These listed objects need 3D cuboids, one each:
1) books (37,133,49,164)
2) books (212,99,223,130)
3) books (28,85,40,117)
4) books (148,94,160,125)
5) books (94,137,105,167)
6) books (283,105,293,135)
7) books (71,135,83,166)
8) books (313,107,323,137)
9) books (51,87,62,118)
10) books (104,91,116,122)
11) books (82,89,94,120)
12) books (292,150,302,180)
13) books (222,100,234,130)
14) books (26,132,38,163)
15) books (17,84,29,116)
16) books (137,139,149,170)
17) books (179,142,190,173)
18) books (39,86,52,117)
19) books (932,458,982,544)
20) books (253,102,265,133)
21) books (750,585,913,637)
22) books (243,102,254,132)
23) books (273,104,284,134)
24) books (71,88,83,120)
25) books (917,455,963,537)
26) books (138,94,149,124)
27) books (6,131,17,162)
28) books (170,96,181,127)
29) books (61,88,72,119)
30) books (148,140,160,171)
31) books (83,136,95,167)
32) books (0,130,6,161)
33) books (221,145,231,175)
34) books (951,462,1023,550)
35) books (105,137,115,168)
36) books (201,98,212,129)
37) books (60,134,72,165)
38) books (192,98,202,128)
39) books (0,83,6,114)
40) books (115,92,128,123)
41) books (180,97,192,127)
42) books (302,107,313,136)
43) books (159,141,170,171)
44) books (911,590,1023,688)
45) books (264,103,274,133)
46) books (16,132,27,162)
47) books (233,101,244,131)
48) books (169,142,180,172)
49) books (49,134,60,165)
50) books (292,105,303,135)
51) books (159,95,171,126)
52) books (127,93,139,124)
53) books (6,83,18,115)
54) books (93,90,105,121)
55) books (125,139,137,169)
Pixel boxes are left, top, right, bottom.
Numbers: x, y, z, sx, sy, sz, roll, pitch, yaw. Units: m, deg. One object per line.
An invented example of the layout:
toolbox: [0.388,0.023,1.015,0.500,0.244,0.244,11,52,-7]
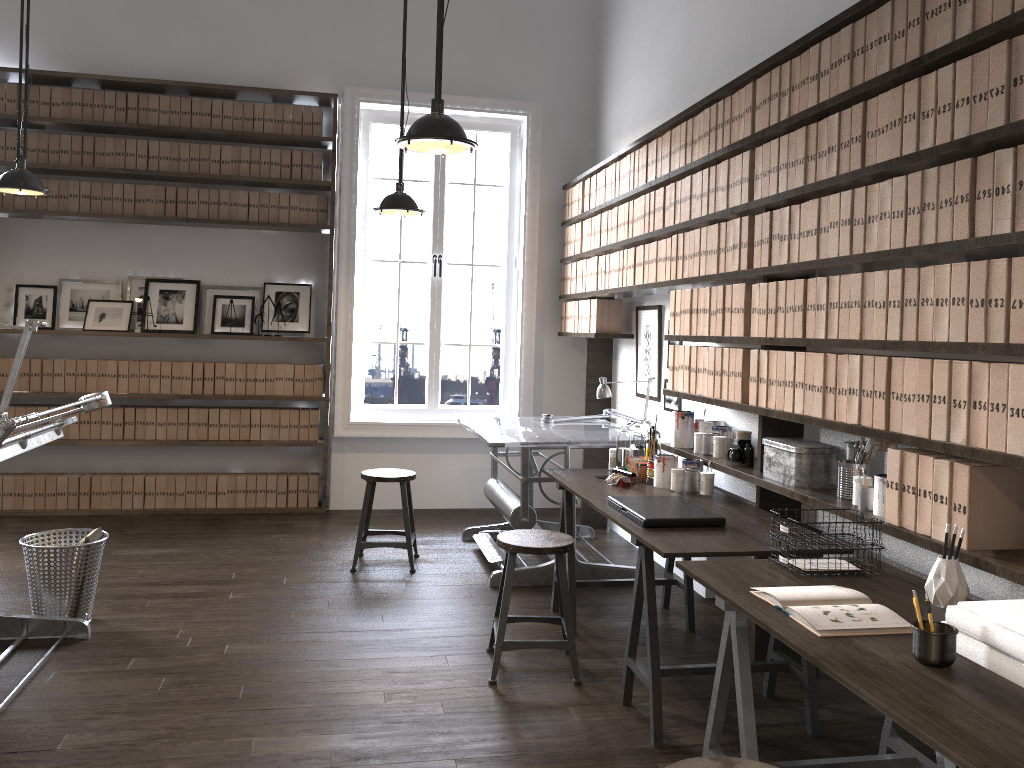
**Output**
books: [-3.210,-1.602,6.113,0.066,0.225,0.175,2,1,-11]
books: [-2.096,-1.899,6.324,0.066,0.225,0.175,2,1,-11]
books: [-3.264,-1.921,6.098,0.066,0.225,0.175,2,1,-11]
books: [-2.510,-1.907,6.242,0.066,0.225,0.175,2,1,-11]
books: [-2.855,-1.595,6.184,0.066,0.225,0.175,2,1,-11]
books: [-1.621,-1.890,6.418,0.067,0.226,0.175,2,1,-11]
books: [-3.002,-1.598,6.155,0.066,0.225,0.175,2,1,-11]
books: [-1.417,-1.886,6.460,0.066,0.225,0.174,2,1,-11]
books: [-3.124,-1.918,6.124,0.066,0.225,0.175,2,1,-11]
books: [-2.791,-1.912,6.188,0.066,0.225,0.174,2,1,-11]
books: [-2.931,-1.915,6.165,0.066,0.225,0.175,2,1,-11]
books: [-1.563,-1.571,6.435,0.067,0.226,0.175,2,1,-11]
books: [-2.026,-1.898,6.341,0.066,0.225,0.174,2,1,-11]
books: [-3.275,-1.602,6.095,0.067,0.226,0.175,2,1,-11]
books: [-3.333,-1.922,6.086,0.066,0.225,0.174,2,1,-11]
books: [-2.586,-1.590,6.234,0.066,0.225,0.174,2,1,-11]
books: [-2.315,-1.584,6.285,0.067,0.226,0.175,2,1,-11]
books: [-3.194,-1.920,6.108,0.067,0.226,0.175,2,1,-11]
books: [1.261,0.322,2.447,0.174,0.225,0.067,1,1,-11]
books: [-1.820,-1.894,6.380,0.067,0.226,0.175,2,1,-11]
books: [0.793,0.555,2.217,0.256,0.029,0.355,1,3,-11]
books: [-1.889,-1.895,6.370,0.066,0.225,0.175,2,1,-11]
books: [-1.688,-1.892,6.410,0.066,0.225,0.175,2,1,-11]
books: [-2.996,-1.916,6.146,0.067,0.226,0.175,2,1,-11]
books: [1.251,0.317,2.517,0.174,0.225,0.067,1,1,-11]
books: [-2.576,-1.908,6.236,0.066,0.225,0.175,2,1,-11]
books: [-3.403,-1.605,6.072,0.066,0.225,0.175,2,1,-11]
books: [-2.372,-1.905,6.276,0.066,0.225,0.174,2,1,-11]
books: [-3.062,-1.917,6.137,0.066,0.225,0.175,2,1,-11]
books: [-2.513,-1.588,6.247,0.067,0.226,0.175,2,1,-11]
books: [-2.927,-1.596,6.164,0.067,0.226,0.175,2,1,-11]
books: [-3.474,-1.606,6.056,0.067,0.226,0.175,2,1,-11]
books: [-2.038,-1.579,6.343,0.066,0.225,0.175,2,1,-11]
books: [1.279,0.326,2.378,0.174,0.225,0.067,1,1,-11]
books: [-2.791,-1.594,6.195,0.066,0.225,0.175,2,1,-11]
books: [-2.167,-1.900,6.310,0.067,0.226,0.175,2,1,-11]
books: [-3.070,-1.599,6.137,0.066,0.225,0.174,2,1,-11]
books: [-2.230,-1.902,6.302,0.066,0.225,0.175,2,1,-11]
books: [-3.471,-1.925,6.051,0.066,0.225,0.175,2,1,-11]
books: [-2.722,-1.911,6.207,0.066,0.225,0.175,2,1,-11]
books: [-2.303,-1.903,6.288,0.066,0.225,0.175,2,1,-11]
books: [-1.487,-1.888,6.451,0.066,0.225,0.174,2,1,-11]
books: [-2.442,-1.587,6.263,0.066,0.225,0.175,2,1,-11]
books: [1.046,0.528,1.862,0.385,0.147,0.295,1,3,-11]
books: [-1.749,-1.893,6.396,0.066,0.225,0.175,2,1,-11]
books: [-3.341,-1.604,6.086,0.066,0.225,0.175,2,1,-11]
books: [-1.958,-1.897,6.358,0.066,0.225,0.174,2,1,-11]
books: [-2.381,-1.586,6.276,0.066,0.225,0.175,2,1,-11]
books: [-3.141,-1.600,6.127,0.066,0.225,0.174,2,1,-11]
books: [-1.556,-1.889,6.437,0.066,0.225,0.175,2,1,-11]
books: [-2.440,-1.906,6.259,0.066,0.225,0.174,2,1,-11]
books: [-2.648,-1.909,6.216,0.067,0.226,0.175,2,1,-11]
books: [-3.400,-1.923,6.069,0.066,0.225,0.174,2,1,-11]
books: [-2.861,-1.914,6.179,0.066,0.225,0.174,2,1,-11]
books: [-2.657,-1.591,6.217,0.066,0.225,0.175,2,1,-11]
